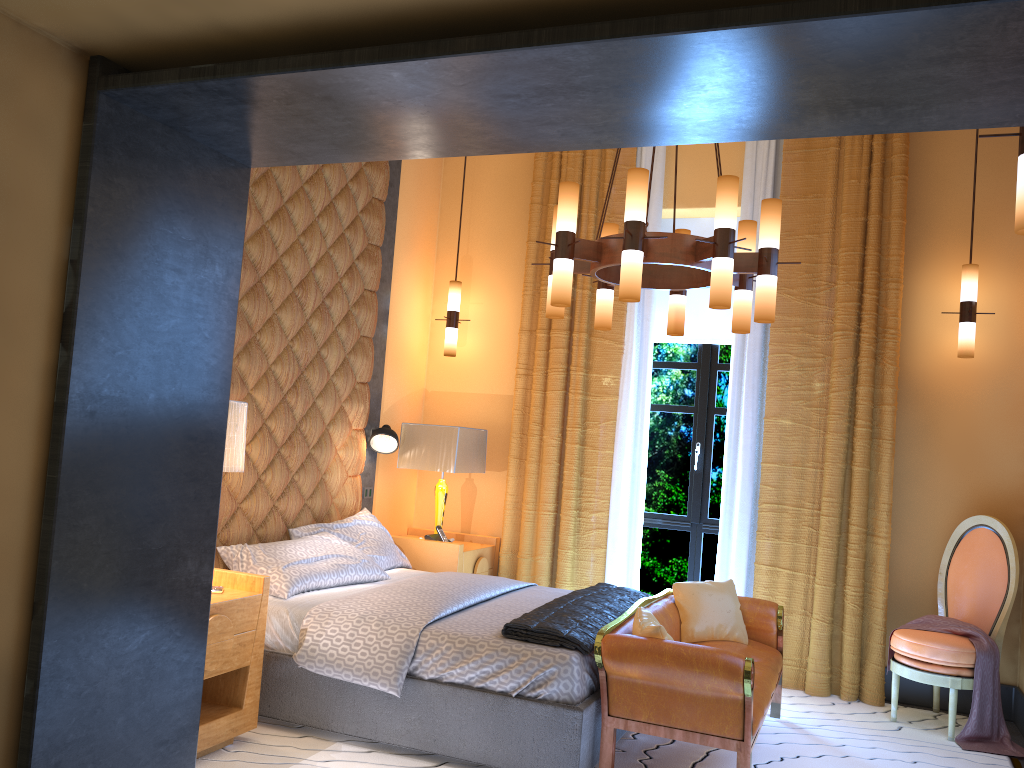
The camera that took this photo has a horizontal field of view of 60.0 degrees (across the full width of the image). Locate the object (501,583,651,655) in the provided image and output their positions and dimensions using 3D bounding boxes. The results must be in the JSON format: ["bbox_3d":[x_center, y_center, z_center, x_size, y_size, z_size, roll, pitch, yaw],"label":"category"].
[{"bbox_3d":[0.381,1.099,4.282,0.405,0.104,1.463,3,-4,21],"label":"object"}]

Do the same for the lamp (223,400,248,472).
[{"bbox_3d":[-1.430,0.445,3.610,0.424,0.801,0.506,3,-3,22],"label":"lamp"}]

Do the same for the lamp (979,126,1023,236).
[{"bbox_3d":[1.360,-0.656,2.290,0.199,0.531,0.199,6,-3,-23],"label":"lamp"}]

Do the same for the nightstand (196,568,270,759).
[{"bbox_3d":[-1.492,1.121,3.564,0.720,0.699,0.709,3,-4,22],"label":"nightstand"}]

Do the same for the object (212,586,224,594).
[{"bbox_3d":[-1.241,0.862,3.709,0.064,0.018,0.111,5,-4,-13],"label":"object"}]

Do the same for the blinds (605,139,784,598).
[{"bbox_3d":[1.163,-0.221,5.752,2.050,4.071,0.237,3,-3,19],"label":"blinds"}]

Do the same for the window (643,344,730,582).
[{"bbox_3d":[1.288,0.352,6.003,1.200,2.997,0.130,3,-3,22],"label":"window"}]

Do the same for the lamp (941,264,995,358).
[{"bbox_3d":[2.611,-0.416,5.075,0.199,0.531,0.199,6,-3,-23],"label":"lamp"}]

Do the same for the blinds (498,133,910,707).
[{"bbox_3d":[1.170,-0.249,5.662,2.449,4.142,0.134,3,-3,22],"label":"blinds"}]

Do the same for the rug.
[{"bbox_3d":[0.384,1.648,4.055,3.701,0.016,3.392,3,-4,22],"label":"rug"}]

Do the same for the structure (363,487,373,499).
[{"bbox_3d":[-0.936,0.705,5.742,0.016,0.071,0.103,3,-4,22],"label":"structure"}]

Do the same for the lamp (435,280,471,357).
[{"bbox_3d":[-0.419,-0.461,6.270,0.199,0.531,0.199,6,-3,-23],"label":"lamp"}]

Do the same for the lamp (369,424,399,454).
[{"bbox_3d":[-0.655,0.385,5.768,0.568,0.218,0.231,6,-4,-21],"label":"lamp"}]

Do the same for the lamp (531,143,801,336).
[{"bbox_3d":[0.729,-1.369,4.065,1.140,2.166,1.142,1,-4,44],"label":"lamp"}]

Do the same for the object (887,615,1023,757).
[{"bbox_3d":[2.358,1.547,4.676,0.429,0.571,0.803,6,-4,-21],"label":"object"}]

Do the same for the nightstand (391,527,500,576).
[{"bbox_3d":[-0.539,1.371,5.997,0.720,0.689,0.681,3,-4,22],"label":"nightstand"}]

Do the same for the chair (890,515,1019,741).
[{"bbox_3d":[2.375,1.278,4.802,0.633,1.146,0.500,7,-4,-35],"label":"chair"}]

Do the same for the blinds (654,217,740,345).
[{"bbox_3d":[1.366,-0.707,6.045,1.200,0.872,0.013,3,-3,22],"label":"blinds"}]

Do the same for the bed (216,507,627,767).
[{"bbox_3d":[-0.376,1.167,4.580,2.106,0.824,1.891,3,-4,21],"label":"bed"}]

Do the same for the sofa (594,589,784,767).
[{"bbox_3d":[0.892,1.373,4.147,0.650,0.639,1.617,3,-4,22],"label":"sofa"}]

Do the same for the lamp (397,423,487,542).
[{"bbox_3d":[-0.475,0.682,5.927,0.424,0.801,0.506,3,-3,22],"label":"lamp"}]

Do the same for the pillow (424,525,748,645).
[{"bbox_3d":[0.485,1.138,4.901,1.148,0.406,2.629,6,-4,-27],"label":"pillow"}]
